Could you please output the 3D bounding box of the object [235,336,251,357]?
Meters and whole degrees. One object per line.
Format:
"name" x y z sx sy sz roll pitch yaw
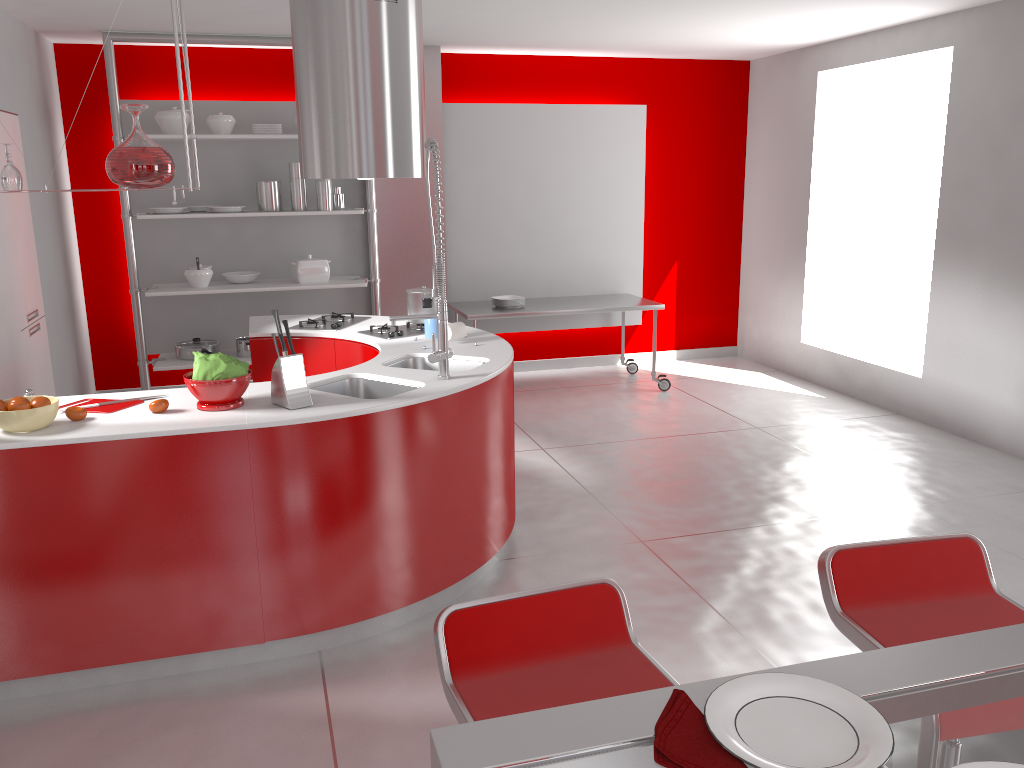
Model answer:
"object" -1.902 -0.270 6.415 0.196 0.122 0.182 7 16 31

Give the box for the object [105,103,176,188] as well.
"object" -1.223 -0.778 2.907 0.213 0.266 0.213 2 14 12

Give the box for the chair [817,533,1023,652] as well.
"chair" 0.917 0.804 1.889 0.418 0.857 0.460 -3 13 -11

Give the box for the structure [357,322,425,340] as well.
"structure" -0.531 -0.293 4.584 0.457 0.037 0.303 -12 17 -39

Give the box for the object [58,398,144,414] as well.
"object" -1.460 0.077 3.128 0.266 0.006 0.168 2 13 11

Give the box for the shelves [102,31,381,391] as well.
"shelves" -1.818 -1.086 6.276 1.735 2.599 0.535 -4 14 -15

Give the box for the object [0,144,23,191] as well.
"object" -1.565 -0.676 2.764 0.060 0.141 0.060 -4 14 -15

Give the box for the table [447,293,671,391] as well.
"table" 0.361 -0.297 6.993 1.627 0.682 0.749 -4 14 -14

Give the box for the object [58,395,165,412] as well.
"object" -1.413 0.063 3.157 0.375 0.008 0.041 -11 17 -38

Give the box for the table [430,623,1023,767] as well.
"table" 0.833 0.931 1.043 1.700 1.000 0.800 -4 14 -15

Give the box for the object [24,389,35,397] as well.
"object" -1.700 0.049 3.125 0.043 0.066 0.042 -1 13 -3

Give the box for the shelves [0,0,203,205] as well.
"shelves" -1.500 -1.071 2.738 0.934 1.023 0.462 -4 14 -15

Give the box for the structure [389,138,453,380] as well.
"structure" -0.327 -0.477 3.423 0.178 0.920 0.308 6 15 27

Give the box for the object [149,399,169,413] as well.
"object" -1.209 0.074 3.035 0.064 0.048 0.063 -11 17 -36

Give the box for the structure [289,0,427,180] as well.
"structure" -0.765 -1.521 4.468 0.644 0.958 0.644 10 17 39

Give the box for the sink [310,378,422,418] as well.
"sink" -0.561 0.108 3.423 0.428 0.172 0.326 8 16 34

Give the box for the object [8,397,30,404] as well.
"object" -1.600 0.066 2.882 0.066 0.049 0.062 -5 14 -18

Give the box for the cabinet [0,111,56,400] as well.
"cabinet" -2.807 -0.282 4.158 0.614 2.026 2.398 -4 14 -15

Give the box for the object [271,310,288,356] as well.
"object" -0.793 -0.095 3.101 0.014 0.322 0.150 -13 18 -43

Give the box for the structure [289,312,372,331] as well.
"structure" -0.991 -0.350 4.850 0.303 0.037 0.457 3 14 14

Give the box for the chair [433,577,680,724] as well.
"chair" 0.111 0.865 1.674 0.418 0.857 0.460 -6 14 -20

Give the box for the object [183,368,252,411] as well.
"object" -1.024 0.020 3.103 0.229 0.118 0.228 -13 18 -43

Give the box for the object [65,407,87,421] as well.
"object" -1.449 0.099 2.949 0.065 0.047 0.063 -4 14 -16

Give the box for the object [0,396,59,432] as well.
"object" -1.565 0.103 2.854 0.201 0.086 0.201 -4 14 -14

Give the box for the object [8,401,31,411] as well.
"object" -1.571 0.078 2.828 0.065 0.052 0.062 -9 15 -30

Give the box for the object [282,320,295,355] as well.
"object" -0.766 -0.083 3.116 0.012 0.279 0.130 -13 18 -43

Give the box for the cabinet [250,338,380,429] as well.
"cabinet" -1.278 0.343 3.779 1.025 0.761 1.875 7 15 29

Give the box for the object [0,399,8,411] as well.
"object" -1.632 0.074 2.829 0.055 0.058 0.066 -8 15 -30

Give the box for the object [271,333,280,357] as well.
"object" -0.806 -0.076 3.080 0.009 0.197 0.091 -13 18 -43

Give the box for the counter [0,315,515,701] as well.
"counter" -1.006 0.364 3.819 1.868 0.880 2.865 4 14 18

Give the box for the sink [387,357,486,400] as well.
"sink" -0.324 0.008 3.836 0.428 0.172 0.326 5 14 23

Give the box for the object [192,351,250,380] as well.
"object" -1.015 -0.033 3.094 0.198 0.182 0.193 -3 13 -10

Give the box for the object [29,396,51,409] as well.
"object" -1.534 0.066 2.880 0.066 0.049 0.062 -3 13 -8

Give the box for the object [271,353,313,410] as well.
"object" -0.774 -0.016 3.098 0.091 0.178 0.137 -13 18 -41
